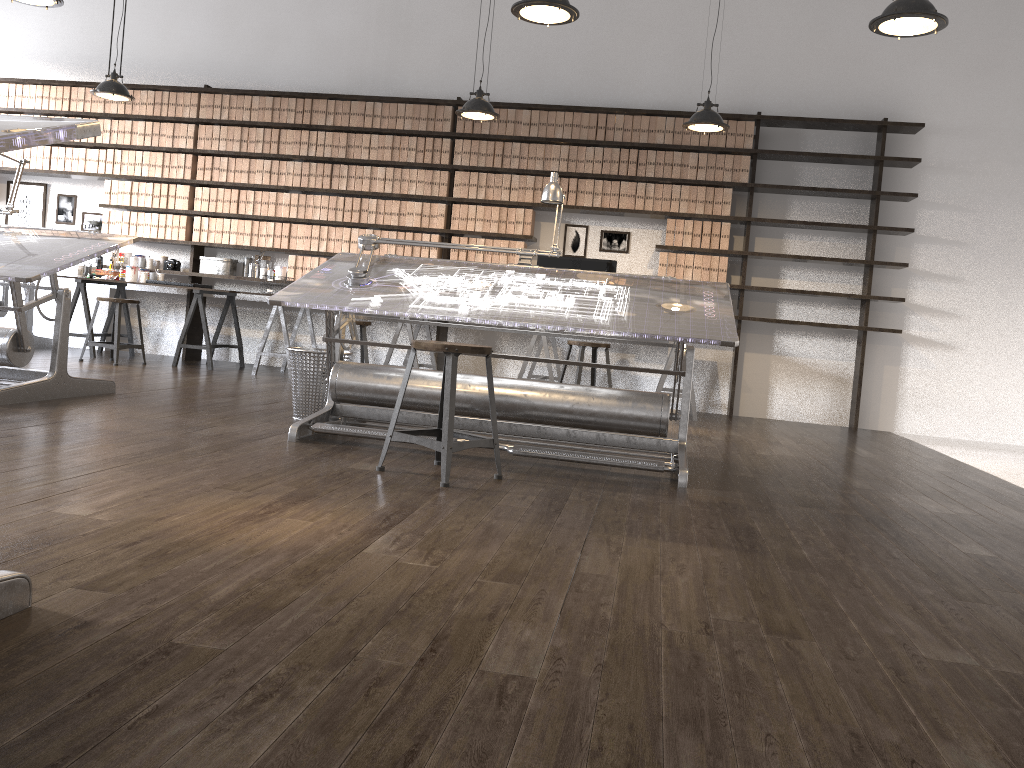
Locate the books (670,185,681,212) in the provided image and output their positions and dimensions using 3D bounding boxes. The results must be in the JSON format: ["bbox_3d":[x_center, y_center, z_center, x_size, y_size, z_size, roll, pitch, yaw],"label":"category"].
[{"bbox_3d":[1.344,-1.512,7.289,0.067,0.225,0.175,5,2,9],"label":"books"}]

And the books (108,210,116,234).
[{"bbox_3d":[-3.603,-1.465,8.104,0.067,0.225,0.175,5,2,9],"label":"books"}]

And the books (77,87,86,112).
[{"bbox_3d":[-3.911,-2.593,8.144,0.067,0.225,0.174,5,2,9],"label":"books"}]

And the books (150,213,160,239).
[{"bbox_3d":[-3.193,-1.423,8.032,0.067,0.225,0.175,5,2,9],"label":"books"}]

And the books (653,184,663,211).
[{"bbox_3d":[1.208,-1.526,7.317,0.067,0.225,0.174,5,2,9],"label":"books"}]

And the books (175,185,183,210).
[{"bbox_3d":[-2.956,-1.671,7.996,0.067,0.225,0.175,5,2,9],"label":"books"}]

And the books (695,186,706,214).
[{"bbox_3d":[1.543,-1.492,7.255,0.067,0.225,0.175,5,2,9],"label":"books"}]

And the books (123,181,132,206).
[{"bbox_3d":[-3.454,-1.721,8.073,0.067,0.225,0.175,5,2,9],"label":"books"}]

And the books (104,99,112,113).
[{"bbox_3d":[-3.639,-2.566,8.103,0.067,0.225,0.175,5,2,9],"label":"books"}]

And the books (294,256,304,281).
[{"bbox_3d":[-1.847,-1.012,7.820,0.067,0.225,0.175,5,2,9],"label":"books"}]

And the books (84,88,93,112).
[{"bbox_3d":[-3.840,-2.586,8.137,0.067,0.225,0.174,5,2,9],"label":"books"}]

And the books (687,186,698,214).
[{"bbox_3d":[1.478,-1.499,7.271,0.067,0.225,0.175,5,2,9],"label":"books"}]

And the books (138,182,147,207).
[{"bbox_3d":[-3.317,-1.708,8.056,0.067,0.225,0.174,5,2,9],"label":"books"}]

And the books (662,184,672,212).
[{"bbox_3d":[1.276,-1.519,7.304,0.067,0.225,0.175,5,2,9],"label":"books"}]

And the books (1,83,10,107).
[{"bbox_3d":[-4.673,-2.670,8.270,0.067,0.225,0.175,5,2,9],"label":"books"}]

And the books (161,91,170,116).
[{"bbox_3d":[-3.095,-2.511,8.014,0.067,0.225,0.175,5,2,9],"label":"books"}]

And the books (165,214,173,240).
[{"bbox_3d":[-3.059,-1.410,8.014,0.067,0.225,0.175,5,2,9],"label":"books"}]

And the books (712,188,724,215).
[{"bbox_3d":[1.680,-1.478,7.239,0.067,0.225,0.174,5,2,9],"label":"books"}]

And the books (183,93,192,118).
[{"bbox_3d":[-2.885,-2.489,7.978,0.067,0.225,0.174,5,2,9],"label":"books"}]

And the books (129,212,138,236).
[{"bbox_3d":[-3.401,-1.444,8.071,0.067,0.225,0.175,5,2,9],"label":"books"}]

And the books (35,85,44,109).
[{"bbox_3d":[-4.325,-2.635,8.210,0.067,0.225,0.175,5,2,9],"label":"books"}]

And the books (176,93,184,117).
[{"bbox_3d":[-2.953,-2.496,7.993,0.067,0.225,0.174,5,2,9],"label":"books"}]

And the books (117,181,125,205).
[{"bbox_3d":[-3.519,-1.728,8.088,0.067,0.225,0.175,5,2,9],"label":"books"}]

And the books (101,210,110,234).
[{"bbox_3d":[-3.669,-1.471,8.110,0.067,0.225,0.175,5,2,9],"label":"books"}]

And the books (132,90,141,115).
[{"bbox_3d":[-3.368,-2.538,8.061,0.067,0.225,0.174,5,2,9],"label":"books"}]

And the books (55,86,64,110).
[{"bbox_3d":[-4.126,-2.615,8.184,0.067,0.225,0.175,5,2,9],"label":"books"}]

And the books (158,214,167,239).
[{"bbox_3d":[-3.122,-1.416,8.020,0.067,0.225,0.175,5,2,9],"label":"books"}]

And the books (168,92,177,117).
[{"bbox_3d":[-3.022,-2.503,8.003,0.067,0.225,0.175,5,2,9],"label":"books"}]

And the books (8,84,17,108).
[{"bbox_3d":[-4.602,-2.663,8.257,0.067,0.225,0.175,5,2,9],"label":"books"}]

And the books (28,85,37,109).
[{"bbox_3d":[-4.396,-2.642,8.225,0.067,0.225,0.174,5,2,9],"label":"books"}]

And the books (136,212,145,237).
[{"bbox_3d":[-3.332,-1.438,8.062,0.067,0.225,0.174,5,2,9],"label":"books"}]

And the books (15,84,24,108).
[{"bbox_3d":[-4.532,-2.656,8.249,0.067,0.225,0.175,5,2,9],"label":"books"}]

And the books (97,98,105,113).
[{"bbox_3d":[-3.705,-2.572,8.109,0.067,0.225,0.175,5,2,9],"label":"books"}]

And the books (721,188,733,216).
[{"bbox_3d":[1.749,-1.471,7.223,0.067,0.225,0.174,5,2,9],"label":"books"}]

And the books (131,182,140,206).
[{"bbox_3d":[-3.386,-1.715,8.068,0.067,0.225,0.175,5,2,9],"label":"books"}]

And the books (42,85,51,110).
[{"bbox_3d":[-4.254,-2.628,8.198,0.067,0.225,0.175,5,2,9],"label":"books"}]

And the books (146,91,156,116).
[{"bbox_3d":[-3.229,-2.524,8.031,0.067,0.225,0.175,5,2,9],"label":"books"}]

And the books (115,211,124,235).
[{"bbox_3d":[-3.541,-1.458,8.092,0.067,0.225,0.175,5,2,9],"label":"books"}]

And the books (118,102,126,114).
[{"bbox_3d":[-3.506,-2.552,8.078,0.067,0.225,0.175,5,2,9],"label":"books"}]

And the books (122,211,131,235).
[{"bbox_3d":[-3.471,-1.451,8.078,0.067,0.225,0.175,5,2,9],"label":"books"}]

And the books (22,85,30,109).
[{"bbox_3d":[-4.464,-2.649,8.240,0.067,0.225,0.174,5,2,9],"label":"books"}]

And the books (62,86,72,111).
[{"bbox_3d":[-4.054,-2.608,8.167,0.067,0.225,0.175,5,2,9],"label":"books"}]

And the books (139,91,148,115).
[{"bbox_3d":[-3.300,-2.531,8.046,0.067,0.225,0.174,5,2,9],"label":"books"}]

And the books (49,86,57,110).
[{"bbox_3d":[-4.191,-2.622,8.193,0.067,0.225,0.175,5,2,9],"label":"books"}]

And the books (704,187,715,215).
[{"bbox_3d":[1.610,-1.486,7.250,0.067,0.225,0.175,5,2,9],"label":"books"}]

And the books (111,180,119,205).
[{"bbox_3d":[-3.581,-1.734,8.097,0.067,0.225,0.175,5,2,9],"label":"books"}]

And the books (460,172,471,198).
[{"bbox_3d":[-0.382,-1.687,7.569,0.067,0.225,0.175,5,2,9],"label":"books"}]

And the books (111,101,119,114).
[{"bbox_3d":[-3.577,-2.559,8.091,0.067,0.225,0.175,5,2,9],"label":"books"}]

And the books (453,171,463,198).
[{"bbox_3d":[-0.444,-1.694,7.584,0.067,0.225,0.175,5,2,9],"label":"books"}]

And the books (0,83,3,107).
[{"bbox_3d":[-4.735,-2.677,8.282,0.067,0.225,0.175,5,2,9],"label":"books"}]

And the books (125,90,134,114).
[{"bbox_3d":[-3.437,-2.545,8.070,0.067,0.225,0.175,5,2,9],"label":"books"}]

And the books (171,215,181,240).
[{"bbox_3d":[-2.995,-1.403,8.006,0.067,0.225,0.175,5,2,9],"label":"books"}]

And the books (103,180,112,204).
[{"bbox_3d":[-3.652,-1.741,8.106,0.067,0.225,0.175,5,2,9],"label":"books"}]

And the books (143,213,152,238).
[{"bbox_3d":[-3.264,-1.430,8.047,0.067,0.225,0.174,5,2,9],"label":"books"}]

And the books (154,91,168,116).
[{"bbox_3d":[-3.158,-2.516,8.019,0.067,0.225,0.175,5,2,9],"label":"books"}]

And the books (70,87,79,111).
[{"bbox_3d":[-3.980,-2.600,8.160,0.067,0.225,0.175,5,2,9],"label":"books"}]

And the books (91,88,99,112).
[{"bbox_3d":[-3.771,-2.579,8.126,0.067,0.225,0.175,5,2,9],"label":"books"}]

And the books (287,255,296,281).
[{"bbox_3d":[-1.914,-1.018,7.825,0.067,0.225,0.175,5,2,9],"label":"books"}]

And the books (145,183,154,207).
[{"bbox_3d":[-3.248,-1.700,8.041,0.067,0.225,0.174,5,2,9],"label":"books"}]
